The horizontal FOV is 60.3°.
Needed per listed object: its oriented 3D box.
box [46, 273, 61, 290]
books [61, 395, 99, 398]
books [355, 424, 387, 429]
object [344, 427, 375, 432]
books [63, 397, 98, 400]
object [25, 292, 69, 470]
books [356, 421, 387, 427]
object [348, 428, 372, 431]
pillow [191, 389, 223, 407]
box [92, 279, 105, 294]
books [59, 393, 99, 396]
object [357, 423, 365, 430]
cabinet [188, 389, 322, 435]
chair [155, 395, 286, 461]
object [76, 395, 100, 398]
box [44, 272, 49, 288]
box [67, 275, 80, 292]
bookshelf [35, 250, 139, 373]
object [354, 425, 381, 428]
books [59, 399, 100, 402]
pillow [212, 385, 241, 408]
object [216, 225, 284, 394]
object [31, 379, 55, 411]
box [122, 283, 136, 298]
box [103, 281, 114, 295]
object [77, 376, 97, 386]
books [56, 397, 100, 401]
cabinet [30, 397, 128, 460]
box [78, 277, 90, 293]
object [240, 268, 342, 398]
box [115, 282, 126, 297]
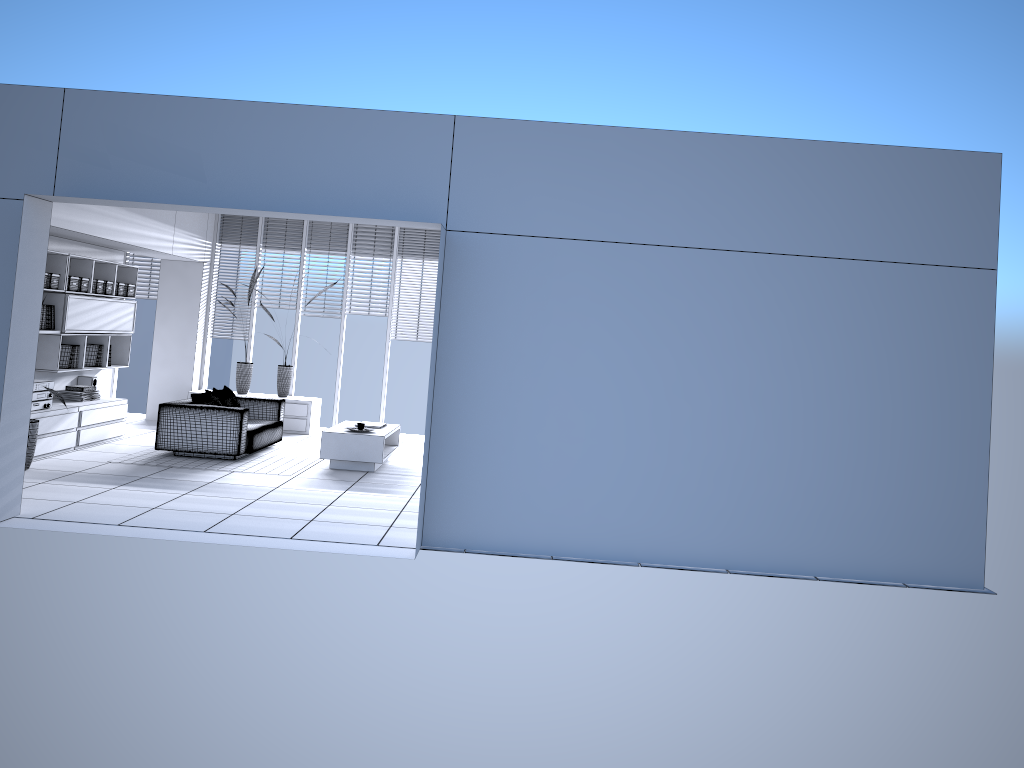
[{"bbox_3d":[-4.815,-1.061,9.032,0.280,0.163,0.178,4,0,1],"label":"box"},{"bbox_3d":[-4.810,0.125,9.764,0.285,0.008,0.415,4,3,2],"label":"books"},{"bbox_3d":[-1.579,0.467,9.911,0.285,0.008,0.415,4,3,2],"label":"books"},{"bbox_3d":[-1.607,0.487,9.314,0.330,0.024,0.327,6,3,30],"label":"object"},{"bbox_3d":[-4.809,0.145,9.796,0.285,0.008,0.415,4,3,2],"label":"books"},{"bbox_3d":[-4.411,-0.047,7.945,1.178,1.592,0.248,4,-3,33],"label":"object"},{"bbox_3d":[-1.578,0.452,9.901,0.285,0.008,0.415,4,3,2],"label":"books"},{"bbox_3d":[-1.607,0.481,9.311,0.216,0.012,0.215,1,4,-43],"label":"object"},{"bbox_3d":[-3.293,0.280,9.635,0.340,0.390,0.567,4,1,-2],"label":"pillow"},{"bbox_3d":[-4.803,-1.111,9.996,0.280,0.163,0.178,4,0,1],"label":"box"},{"bbox_3d":[-4.816,0.106,9.754,0.285,0.008,0.415,4,3,2],"label":"books"},{"bbox_3d":[-1.602,0.451,9.312,0.096,0.070,0.084,4,0,-18],"label":"object"},{"bbox_3d":[-3.528,0.379,12.091,1.675,0.452,0.596,4,1,1],"label":"cabinet"},{"bbox_3d":[-3.188,0.461,9.906,0.960,0.553,1.647,4,2,1],"label":"chair"},{"bbox_3d":[-4.815,0.126,9.786,0.285,0.008,0.415,4,3,2],"label":"object"},{"bbox_3d":[-4.818,-1.050,8.806,0.281,0.163,0.174,4,0,1],"label":"box"},{"bbox_3d":[-4.810,-1.081,9.420,0.281,0.162,0.211,4,1,1],"label":"box"},{"bbox_3d":[-4.838,-0.769,9.514,0.327,1.254,2.815,4,2,1],"label":"bookshelf"},{"bbox_3d":[-1.589,0.459,9.900,0.285,0.008,0.415,4,3,2],"label":"object"},{"bbox_3d":[-4.814,0.173,9.794,0.285,0.008,0.415,4,3,2],"label":"books"},{"bbox_3d":[-3.284,0.227,10.216,0.300,0.399,0.565,4,1,-2],"label":"pillow"},{"bbox_3d":[-3.602,-1.365,12.359,1.431,3.001,0.491,3,-3,29],"label":"object"},{"bbox_3d":[-4.741,0.103,8.595,0.347,0.270,0.430,4,1,1],"label":"object"},{"bbox_3d":[-4.793,-1.152,10.790,0.280,0.162,0.216,4,1,1],"label":"box"},{"bbox_3d":[-4.800,-1.123,10.219,0.280,0.163,0.178,4,0,1],"label":"box"},{"bbox_3d":[-4.943,0.028,10.251,0.177,0.232,0.119,4,-2,1],"label":"object"},{"bbox_3d":[-4.820,0.155,9.784,0.285,0.008,0.415,4,3,2],"label":"books"},{"bbox_3d":[-4.785,0.440,9.163,0.574,0.450,2.268,4,3,1],"label":"cabinet"},{"bbox_3d":[-4.807,-1.093,9.648,0.281,0.163,0.174,4,0,1],"label":"box"},{"bbox_3d":[-3.124,-0.748,11.991,1.549,1.873,0.689,4,-3,-5],"label":"object"},{"bbox_3d":[-4.796,-1.138,10.521,0.280,0.163,0.178,4,0,1],"label":"box"}]
